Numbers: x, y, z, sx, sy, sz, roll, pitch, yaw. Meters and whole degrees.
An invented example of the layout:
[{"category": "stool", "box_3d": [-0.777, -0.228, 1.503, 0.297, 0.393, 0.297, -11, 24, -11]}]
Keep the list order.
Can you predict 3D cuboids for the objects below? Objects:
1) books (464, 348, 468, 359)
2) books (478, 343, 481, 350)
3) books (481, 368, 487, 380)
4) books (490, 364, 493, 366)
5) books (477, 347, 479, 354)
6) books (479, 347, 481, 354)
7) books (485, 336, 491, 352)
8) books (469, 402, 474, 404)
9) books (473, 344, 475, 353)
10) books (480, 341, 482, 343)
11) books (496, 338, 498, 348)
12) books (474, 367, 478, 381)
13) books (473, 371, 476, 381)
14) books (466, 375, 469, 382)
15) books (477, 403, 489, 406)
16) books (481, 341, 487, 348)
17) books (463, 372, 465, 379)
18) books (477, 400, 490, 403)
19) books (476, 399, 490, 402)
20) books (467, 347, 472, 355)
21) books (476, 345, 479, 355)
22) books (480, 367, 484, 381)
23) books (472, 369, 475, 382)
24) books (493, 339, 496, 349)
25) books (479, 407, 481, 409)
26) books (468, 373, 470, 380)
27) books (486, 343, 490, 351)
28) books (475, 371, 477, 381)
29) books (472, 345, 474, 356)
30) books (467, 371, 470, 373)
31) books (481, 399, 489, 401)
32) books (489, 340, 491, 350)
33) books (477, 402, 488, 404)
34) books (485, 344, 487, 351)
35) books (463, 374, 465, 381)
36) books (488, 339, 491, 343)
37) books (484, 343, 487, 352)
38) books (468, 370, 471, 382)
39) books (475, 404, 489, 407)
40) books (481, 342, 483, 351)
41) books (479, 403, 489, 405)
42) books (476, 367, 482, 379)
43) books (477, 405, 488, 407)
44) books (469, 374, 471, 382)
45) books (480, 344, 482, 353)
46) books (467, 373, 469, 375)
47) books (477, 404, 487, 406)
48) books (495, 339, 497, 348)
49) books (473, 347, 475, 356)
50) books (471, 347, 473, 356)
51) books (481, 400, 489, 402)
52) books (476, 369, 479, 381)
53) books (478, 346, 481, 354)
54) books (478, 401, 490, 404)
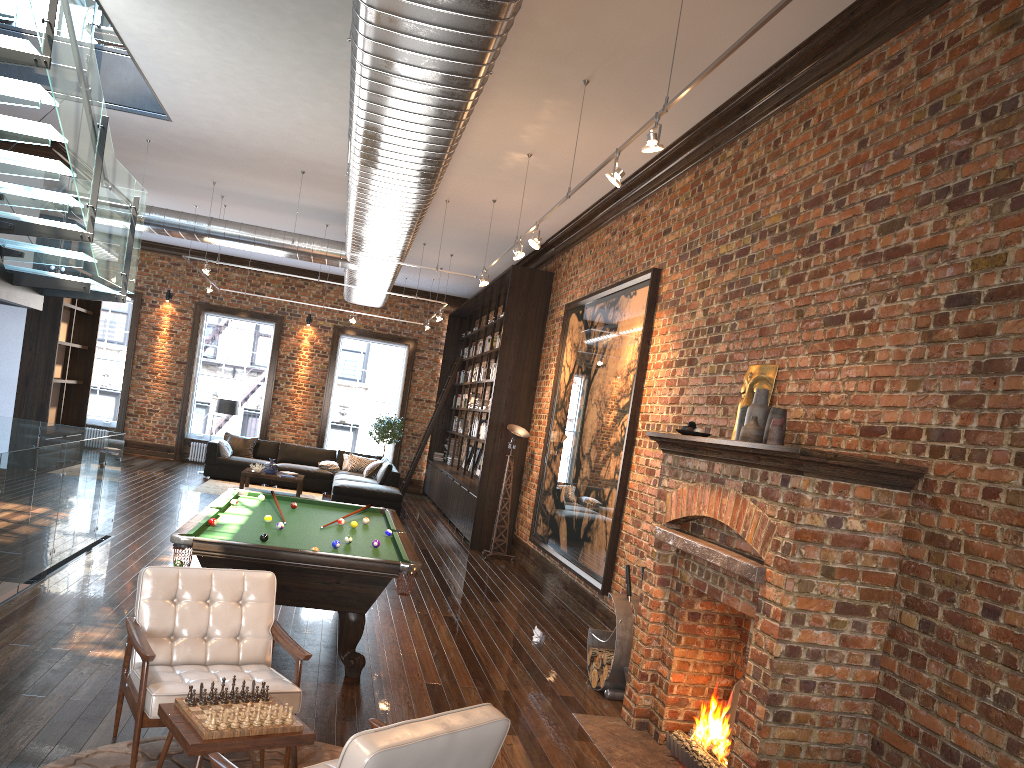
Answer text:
[{"category": "books", "box_3d": [-0.894, -0.610, 18.663, 0.235, 0.253, 0.028, 9, 2, -11]}, {"category": "books", "box_3d": [-0.548, -0.642, 16.989, 0.192, 0.267, 0.016, 9, 2, -11]}, {"category": "books", "box_3d": [-0.402, -0.147, 15.791, 0.273, 0.241, 0.083, 9, 2, -11]}, {"category": "books", "box_3d": [-0.383, -0.192, 15.854, 0.156, 0.335, 0.014, 8, 2, -11]}, {"category": "books", "box_3d": [-0.575, -0.642, 17.155, 0.173, 0.273, 0.059, 9, 2, -11]}, {"category": "books", "box_3d": [-0.527, -0.603, 16.872, 0.177, 0.185, 0.035, 9, 2, -11]}, {"category": "books", "box_3d": [-0.371, -0.687, 16.104, 0.186, 0.329, 0.068, 9, 2, -11]}, {"category": "books", "box_3d": [-0.717, 0.376, 17.029, 0.198, 0.017, 0.353, 9, -3, -11]}, {"category": "books", "box_3d": [-0.697, -0.644, 17.780, 0.164, 0.298, 0.029, 9, 2, -11]}, {"category": "books", "box_3d": [-0.552, -0.662, 17.119, 0.166, 0.316, 0.016, 8, 2, -11]}, {"category": "books", "box_3d": [-0.178, -0.657, 15.064, 0.174, 0.230, 0.014, 9, 2, -11]}, {"category": "books", "box_3d": [-0.619, -0.163, 17.026, 0.184, 0.314, 0.013, 9, 2, -11]}, {"category": "books", "box_3d": [-0.643, -0.119, 17.091, 0.192, 0.227, 0.025, 9, 2, -11]}, {"category": "books", "box_3d": [-0.899, -0.087, 18.405, 0.186, 0.211, 0.069, 9, 2, -11]}, {"category": "books", "box_3d": [-0.505, 0.373, 15.915, 0.236, 0.014, 0.165, 9, -3, -11]}, {"category": "books", "box_3d": [-0.492, -0.657, 16.731, 0.176, 0.289, 0.029, 9, 2, -11]}, {"category": "books", "box_3d": [-0.928, -0.105, 18.546, 0.189, 0.247, 0.005, 9, 2, -11]}, {"category": "books", "box_3d": [-0.498, 0.315, 15.918, 0.243, 0.015, 0.164, 9, -3, -8]}, {"category": "books", "box_3d": [-0.495, 0.297, 15.919, 0.286, 0.012, 0.159, 9, -3, -15]}, {"category": "books", "box_3d": [-0.835, -0.624, 18.457, 0.191, 0.280, 0.017, 9, 2, -11]}, {"category": "books", "box_3d": [-0.592, -0.629, 17.250, 0.184, 0.252, 0.015, 9, 2, -11]}, {"category": "books", "box_3d": [-0.479, -0.163, 16.235, 0.190, 0.285, 0.013, 9, 2, -11]}, {"category": "books", "box_3d": [-0.673, -0.145, 17.290, 0.178, 0.286, 0.087, 9, 2, -11]}, {"category": "books", "box_3d": [-0.275, -0.661, 15.572, 0.191, 0.255, 0.061, 9, 2, -11]}, {"category": "books", "box_3d": [-0.466, 0.449, 15.680, 0.205, 0.035, 0.266, 9, -3, -10]}, {"category": "books", "box_3d": [-0.789, -0.127, 17.923, 0.174, 0.280, 0.127, 9, 1, -11]}, {"category": "books", "box_3d": [-0.360, -0.630, 15.930, 0.193, 0.203, 0.027, 9, 2, -11]}, {"category": "books", "box_3d": [-0.609, -0.116, 16.953, 0.183, 0.218, 0.034, 9, 2, -11]}, {"category": "books", "box_3d": [-0.705, -0.630, 17.846, 0.184, 0.275, 0.013, 9, 2, -11]}, {"category": "books", "box_3d": [-0.901, -0.121, 18.496, 0.191, 0.282, 0.005, 9, 2, -11]}, {"category": "books", "box_3d": [-0.492, 0.289, 15.909, 0.260, 0.005, 0.141, 9, -3, -7]}, {"category": "books", "box_3d": [-0.310, -0.653, 15.691, 0.192, 0.240, 0.008, 9, 2, -11]}, {"category": "books", "box_3d": [-0.502, 0.346, 15.918, 0.283, 0.010, 0.168, 9, -3, -12]}, {"category": "books", "box_3d": [-0.426, -0.627, 16.502, 0.138, 0.229, 0.065, 9, 2, -11]}, {"category": "books", "box_3d": [-0.920, -0.091, 18.522, 0.187, 0.219, 0.021, 9, 2, -11]}, {"category": "books", "box_3d": [-0.354, -0.663, 15.962, 0.180, 0.271, 0.011, 9, 2, -11]}, {"category": "books", "box_3d": [-0.445, -0.639, 16.508, 0.144, 0.251, 0.077, 9, 2, -11]}, {"category": "books", "box_3d": [-0.779, -0.131, 17.863, 0.174, 0.283, 0.112, 9, 2, -11]}, {"category": "books", "box_3d": [-0.506, 0.390, 15.907, 0.294, 0.007, 0.132, 9, -3, -8]}, {"category": "books", "box_3d": [-0.486, -0.640, 16.678, 0.186, 0.254, 0.029, 9, 2, -11]}, {"category": "books", "box_3d": [-0.500, 0.358, 15.899, 0.199, 0.015, 0.133, 9, -3, -11]}, {"category": "books", "box_3d": [-0.580, -0.160, 16.833, 0.175, 0.303, 0.067, 9, 2, -11]}, {"category": "books", "box_3d": [-0.509, 0.400, 15.913, 0.209, 0.013, 0.149, 9, -3, -8]}, {"category": "books", "box_3d": [-0.751, -0.124, 17.663, 0.175, 0.257, 0.027, 9, 2, -11]}, {"category": "books", "box_3d": [-0.509, -0.625, 16.776, 0.172, 0.226, 0.030, 9, 2, -11]}, {"category": "books", "box_3d": [-0.892, -0.105, 18.426, 0.167, 0.250, 0.079, 9, 2, -11]}, {"category": "books", "box_3d": [-0.508, 0.384, 15.919, 0.293, 0.008, 0.158, 9, -3, -8]}, {"category": "books", "box_3d": [-0.197, -0.644, 15.143, 0.183, 0.207, 0.053, 9, 2, -11]}, {"category": "books", "box_3d": [-0.679, -0.622, 17.727, 0.178, 0.255, 0.035, 9, 2, -11]}, {"category": "books", "box_3d": [-0.722, -0.631, 17.939, 0.188, 0.280, 0.028, 9, 2, -11]}, {"category": "books", "box_3d": [-0.494, 0.305, 15.907, 0.296, 0.004, 0.144, 9, -3, -13]}, {"category": "books", "box_3d": [-0.563, -0.138, 16.665, 0.192, 0.250, 0.024, 9, 2, -11]}, {"category": "books", "box_3d": [-0.549, -0.612, 16.927, 0.187, 0.201, 0.030, 9, 2, -11]}, {"category": "books", "box_3d": [-0.501, 0.332, 15.925, 0.196, 0.019, 0.173, 9, -3, -6]}]
